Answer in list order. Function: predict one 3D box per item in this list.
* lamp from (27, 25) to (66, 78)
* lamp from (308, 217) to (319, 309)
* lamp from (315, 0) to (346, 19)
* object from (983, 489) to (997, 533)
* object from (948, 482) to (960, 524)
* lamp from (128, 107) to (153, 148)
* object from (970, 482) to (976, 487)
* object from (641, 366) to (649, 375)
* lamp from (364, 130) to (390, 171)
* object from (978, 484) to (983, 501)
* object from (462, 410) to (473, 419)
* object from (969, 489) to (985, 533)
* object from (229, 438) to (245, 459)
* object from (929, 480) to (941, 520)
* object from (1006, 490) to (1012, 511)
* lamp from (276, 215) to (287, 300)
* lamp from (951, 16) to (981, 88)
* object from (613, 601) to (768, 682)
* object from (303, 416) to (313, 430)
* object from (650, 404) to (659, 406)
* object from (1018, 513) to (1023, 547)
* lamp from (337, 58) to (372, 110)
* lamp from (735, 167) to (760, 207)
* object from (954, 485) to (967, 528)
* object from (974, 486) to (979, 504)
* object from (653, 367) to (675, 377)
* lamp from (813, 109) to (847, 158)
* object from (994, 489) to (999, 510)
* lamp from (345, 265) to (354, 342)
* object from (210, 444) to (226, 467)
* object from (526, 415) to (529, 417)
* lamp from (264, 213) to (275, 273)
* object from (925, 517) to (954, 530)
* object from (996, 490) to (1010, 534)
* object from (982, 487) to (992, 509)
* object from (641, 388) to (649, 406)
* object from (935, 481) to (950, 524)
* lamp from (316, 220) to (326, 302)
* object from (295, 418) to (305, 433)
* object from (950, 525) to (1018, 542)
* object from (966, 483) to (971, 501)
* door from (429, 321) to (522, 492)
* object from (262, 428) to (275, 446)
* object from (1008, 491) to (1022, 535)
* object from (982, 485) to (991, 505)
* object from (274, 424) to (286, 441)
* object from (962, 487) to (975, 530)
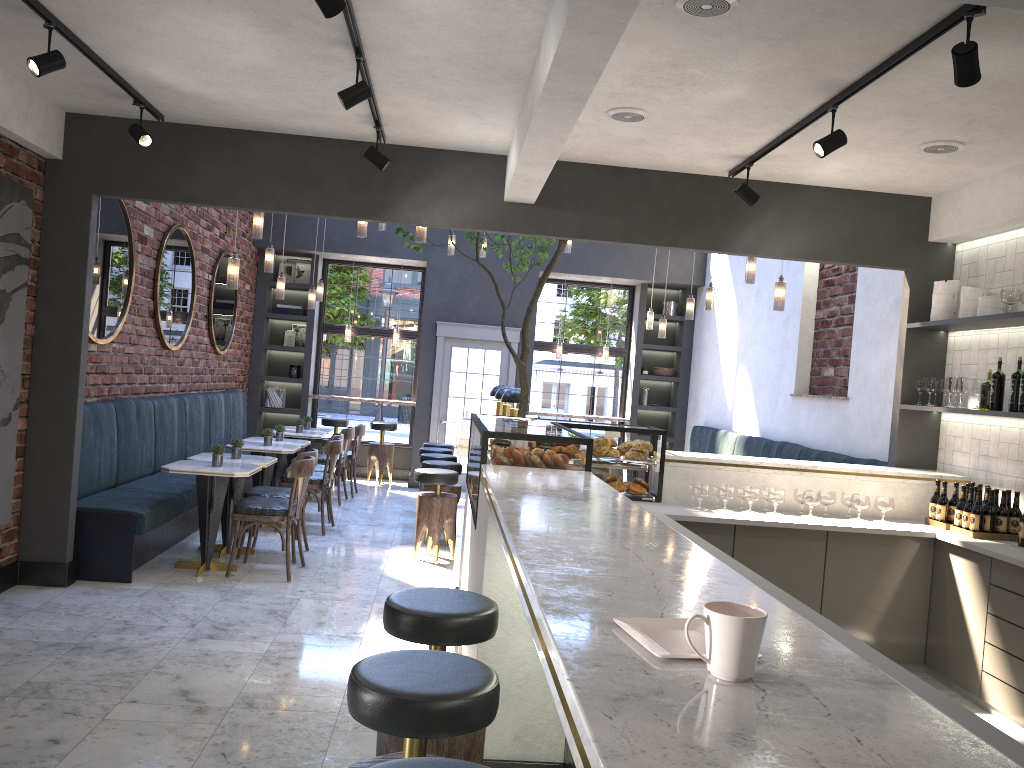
[{"bbox_3d":[-2.073,-1.477,3.956,0.087,0.238,0.157,5,1,35],"label":"lamp"},{"bbox_3d":[-2.094,-2.888,9.925,0.078,4.105,0.078,4,1,-20],"label":"lamp"},{"bbox_3d":[-0.625,-1.357,2.974,0.087,0.238,0.157,5,1,35],"label":"lamp"},{"bbox_3d":[2.728,0.742,5.059,0.070,0.279,0.069,4,1,-3],"label":"object"},{"bbox_3d":[2.701,0.738,5.410,0.070,0.279,0.069,4,1,-43],"label":"object"},{"bbox_3d":[-2.154,-1.489,5.150,0.157,0.235,0.087,5,1,37],"label":"lamp"},{"bbox_3d":[2.844,0.749,5.494,0.070,0.279,0.069,5,1,27],"label":"object"},{"bbox_3d":[1.867,-0.186,12.472,0.116,0.119,0.117,4,1,-28],"label":"object"},{"bbox_3d":[-0.796,-1.384,5.257,0.157,0.238,0.087,4,1,-10],"label":"lamp"},{"bbox_3d":[2.851,0.750,5.420,0.070,0.279,0.069,4,1,-28],"label":"object"},{"bbox_3d":[-0.482,0.350,10.088,0.176,0.098,0.204,5,0,1],"label":"object"},{"bbox_3d":[2.654,0.736,5.052,0.070,0.279,0.069,4,1,-18],"label":"object"},{"bbox_3d":[-2.161,0.503,6.961,0.118,0.165,0.122,4,1,-27],"label":"object"},{"bbox_3d":[2.621,0.731,5.477,0.070,0.279,0.069,4,1,-43],"label":"object"},{"bbox_3d":[2.872,0.753,5.145,0.070,0.279,0.069,4,1,-28],"label":"object"},{"bbox_3d":[-2.134,-2.884,8.738,0.078,4.105,0.078,5,1,3],"label":"lamp"},{"bbox_3d":[1.616,-1.179,3.146,0.087,0.235,0.157,5,1,35],"label":"lamp"},{"bbox_3d":[0.288,0.366,1.363,0.176,0.097,0.301,4,0,-13],"label":"object"},{"bbox_3d":[-2.431,0.460,10.550,0.118,0.165,0.122,4,1,-27],"label":"object"},{"bbox_3d":[1.993,0.300,12.419,0.130,0.026,0.130,4,0,-21],"label":"object"},{"bbox_3d":[2.818,0.753,4.853,0.070,0.279,0.069,5,1,2],"label":"object"},{"bbox_3d":[-0.718,-1.371,4.065,0.157,0.238,0.087,4,1,-10],"label":"lamp"},{"bbox_3d":[1.445,-1.207,5.430,0.157,0.235,0.087,4,1,-10],"label":"lamp"},{"bbox_3d":[2.642,0.735,5.202,0.070,0.279,0.069,4,1,-43],"label":"object"},{"bbox_3d":[2.717,0.741,5.208,0.070,0.279,0.069,4,1,-3],"label":"object"},{"bbox_3d":[2.140,-0.167,12.517,0.304,0.123,0.305,5,0,17],"label":"object"},{"bbox_3d":[1.523,-1.193,4.238,0.157,0.235,0.087,4,1,-10],"label":"lamp"},{"bbox_3d":[2.797,0.747,5.139,0.070,0.279,0.069,5,1,2],"label":"object"},{"bbox_3d":[-2.199,-1.289,12.146,0.078,1.429,0.078,5,1,25],"label":"lamp"},{"bbox_3d":[-2.117,0.510,6.381,0.118,0.165,0.122,4,1,-27],"label":"object"},{"bbox_3d":[0.117,0.397,10.167,0.176,0.097,0.301,4,0,-13],"label":"object"},{"bbox_3d":[-2.071,-3.069,8.093,0.078,4.105,0.078,5,1,3],"label":"lamp"},{"bbox_3d":[2.728,0.862,5.413,0.307,0.038,0.231,4,0,-4],"label":"object"},{"bbox_3d":[2.802,0.748,5.066,0.070,0.279,0.069,4,1,-43],"label":"object"},{"bbox_3d":[2.791,0.746,5.212,0.070,0.279,0.069,4,1,-28],"label":"object"},{"bbox_3d":[1.865,0.178,12.434,0.098,0.248,0.098,5,1,35],"label":"object"},{"bbox_3d":[2.627,0.732,5.403,0.070,0.279,0.069,4,1,-28],"label":"object"},{"bbox_3d":[-2.126,-3.028,10.494,0.078,4.105,0.078,4,1,-20],"label":"lamp"},{"bbox_3d":[-2.388,0.467,9.970,0.118,0.165,0.122,4,1,-27],"label":"object"},{"bbox_3d":[2.749,0.865,5.138,0.307,0.038,0.231,4,0,-4],"label":"object"},{"bbox_3d":[2.776,0.744,5.414,0.070,0.279,0.069,5,1,2],"label":"object"},{"bbox_3d":[-0.527,0.325,11.780,1.132,2.219,0.152,4,1,-4],"label":"door"},{"bbox_3d":[-2.254,0.488,8.197,0.118,0.165,0.122,4,1,-27],"label":"object"},{"bbox_3d":[2.878,0.754,5.071,0.069,0.279,0.070,5,1,17],"label":"object"},{"bbox_3d":[2.857,0.751,5.345,0.069,0.279,0.070,5,1,17],"label":"object"},{"bbox_3d":[-2.298,0.481,8.777,0.118,0.165,0.122,4,1,-27],"label":"object"},{"bbox_3d":[2.648,0.736,5.128,0.070,0.279,0.069,4,1,-28],"label":"object"}]
